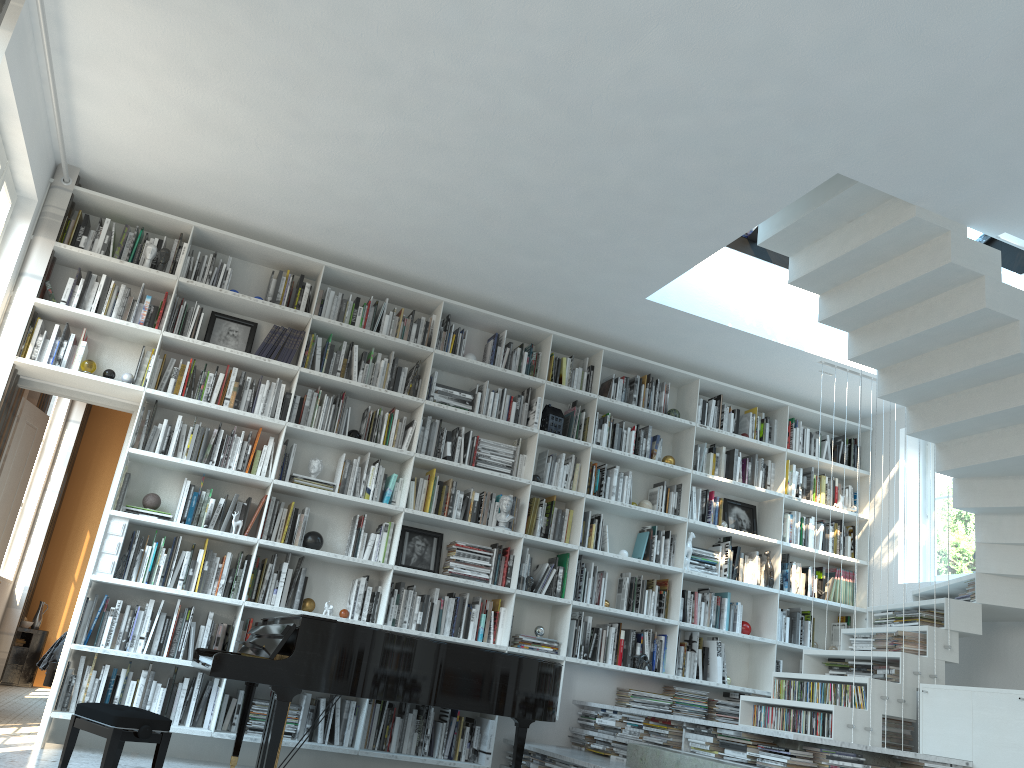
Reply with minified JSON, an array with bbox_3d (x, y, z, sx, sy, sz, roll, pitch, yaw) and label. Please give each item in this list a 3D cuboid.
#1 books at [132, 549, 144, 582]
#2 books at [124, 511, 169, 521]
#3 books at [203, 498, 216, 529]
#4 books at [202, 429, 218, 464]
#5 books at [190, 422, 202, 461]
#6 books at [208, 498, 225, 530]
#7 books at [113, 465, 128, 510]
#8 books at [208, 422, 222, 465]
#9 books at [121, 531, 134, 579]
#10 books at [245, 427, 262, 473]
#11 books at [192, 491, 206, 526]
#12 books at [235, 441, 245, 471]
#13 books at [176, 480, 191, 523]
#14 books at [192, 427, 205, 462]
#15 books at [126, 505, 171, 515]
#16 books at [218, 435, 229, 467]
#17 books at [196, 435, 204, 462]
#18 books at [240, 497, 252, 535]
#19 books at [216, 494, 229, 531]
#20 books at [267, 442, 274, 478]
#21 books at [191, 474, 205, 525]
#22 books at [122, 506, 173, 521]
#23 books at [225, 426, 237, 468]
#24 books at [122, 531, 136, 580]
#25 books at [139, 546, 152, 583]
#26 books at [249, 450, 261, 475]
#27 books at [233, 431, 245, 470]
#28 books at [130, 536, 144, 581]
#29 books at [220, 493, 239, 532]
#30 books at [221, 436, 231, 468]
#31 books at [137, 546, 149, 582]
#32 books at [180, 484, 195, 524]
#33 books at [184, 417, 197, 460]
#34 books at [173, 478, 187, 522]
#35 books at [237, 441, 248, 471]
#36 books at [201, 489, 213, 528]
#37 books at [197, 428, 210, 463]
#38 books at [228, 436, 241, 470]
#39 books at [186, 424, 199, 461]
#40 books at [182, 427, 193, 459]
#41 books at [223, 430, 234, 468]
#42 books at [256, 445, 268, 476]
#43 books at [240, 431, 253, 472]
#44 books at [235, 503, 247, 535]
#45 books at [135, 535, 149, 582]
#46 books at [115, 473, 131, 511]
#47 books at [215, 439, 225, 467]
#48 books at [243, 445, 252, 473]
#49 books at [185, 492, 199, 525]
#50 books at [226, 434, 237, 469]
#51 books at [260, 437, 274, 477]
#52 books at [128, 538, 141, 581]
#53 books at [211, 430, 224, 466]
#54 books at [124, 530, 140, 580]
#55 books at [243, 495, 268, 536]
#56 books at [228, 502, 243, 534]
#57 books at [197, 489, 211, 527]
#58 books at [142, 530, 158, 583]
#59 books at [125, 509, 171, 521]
[{"bbox_3d":[-2.180,1.065,5.164,0.019,0.188,0.193,15,-20,-19],"label":"books"},{"bbox_3d":[-2.173,0.796,5.277,0.254,0.012,0.161,15,-20,-18],"label":"books"},{"bbox_3d":[-1.844,0.802,5.382,0.029,0.189,0.189,15,-20,-19],"label":"books"},{"bbox_3d":[-1.887,0.413,5.510,0.048,0.255,0.142,15,-19,-19],"label":"books"},{"bbox_3d":[-1.961,0.382,5.476,0.011,0.270,0.158,15,-19,-19],"label":"books"},{"bbox_3d":[-1.816,0.810,5.429,0.056,0.213,0.143,15,-20,-19],"label":"books"},{"bbox_3d":[-2.324,0.634,5.259,0.012,0.284,0.160,15,-19,-19],"label":"books"},{"bbox_3d":[-1.850,0.396,5.510,0.013,0.298,0.152,15,-19,-19],"label":"books"},{"bbox_3d":[-2.254,1.010,5.188,0.008,0.284,0.160,15,-19,-19],"label":"books"},{"bbox_3d":[-1.640,0.442,5.591,0.035,0.324,0.170,15,-19,-19],"label":"books"},{"bbox_3d":[-1.913,0.776,5.402,0.031,0.230,0.148,15,-19,-19],"label":"books"},{"bbox_3d":[-1.716,0.476,5.556,0.012,0.216,0.160,15,-20,-19],"label":"books"},{"bbox_3d":[-1.993,0.727,5.361,0.024,0.272,0.150,15,-19,-19],"label":"books"},{"bbox_3d":[-1.941,0.398,5.462,0.024,0.236,0.167,15,-20,-19],"label":"books"},{"bbox_3d":[-2.168,0.762,5.288,0.254,0.012,0.161,15,-20,-18],"label":"books"},{"bbox_3d":[-1.803,0.442,5.514,0.013,0.228,0.177,15,-20,-19],"label":"books"},{"bbox_3d":[-1.938,0.424,5.486,0.010,0.203,0.139,15,-20,-19],"label":"books"},{"bbox_3d":[-1.655,0.833,5.481,0.021,0.250,0.154,15,-19,-19],"label":"books"},{"bbox_3d":[-1.782,0.806,5.444,0.013,0.241,0.141,15,-19,-19],"label":"books"},{"bbox_3d":[-1.536,0.508,5.628,0.036,0.256,0.123,15,-19,-19],"label":"books"},{"bbox_3d":[-1.922,0.721,5.406,0.011,0.334,0.154,15,-19,-19],"label":"books"},{"bbox_3d":[-2.167,0.772,5.278,0.285,0.012,0.160,14,-20,-15],"label":"books"},{"bbox_3d":[-1.773,0.421,5.557,0.011,0.303,0.130,15,-19,-19],"label":"books"},{"bbox_3d":[-2.242,1.011,5.191,0.017,0.288,0.153,15,-19,-19],"label":"books"},{"bbox_3d":[-2.148,1.065,5.194,0.015,0.216,0.180,15,-20,-19],"label":"books"},{"bbox_3d":[-1.622,0.518,5.582,0.030,0.182,0.152,15,-20,-19],"label":"books"},{"bbox_3d":[-1.719,0.442,5.548,0.015,0.274,0.157,15,-19,-19],"label":"books"},{"bbox_3d":[-2.193,1.030,5.186,0.007,0.263,0.177,15,-19,-19],"label":"books"},{"bbox_3d":[-1.742,0.805,5.445,0.060,0.254,0.159,15,-19,-19],"label":"books"},{"bbox_3d":[-1.796,0.449,5.528,0.013,0.227,0.152,15,-19,-19],"label":"books"},{"bbox_3d":[-2.166,1.064,5.201,0.015,0.217,0.177,15,-20,-19],"label":"books"},{"bbox_3d":[-1.972,0.744,5.374,0.031,0.254,0.143,15,-19,-19],"label":"books"},{"bbox_3d":[-1.985,0.361,5.461,0.011,0.292,0.184,15,-19,-19],"label":"books"},{"bbox_3d":[-2.009,0.717,5.358,0.012,0.284,0.160,15,-19,-19],"label":"books"},{"bbox_3d":[-1.703,0.480,5.565,0.021,0.220,0.149,15,-19,-19],"label":"books"},{"bbox_3d":[-1.863,0.772,5.396,0.011,0.249,0.172,15,-20,-19],"label":"books"},{"bbox_3d":[-1.913,0.406,5.481,0.023,0.241,0.185,15,-20,-19],"label":"books"},{"bbox_3d":[-1.751,0.459,5.562,0.028,0.241,0.132,15,-19,-19],"label":"books"},{"bbox_3d":[-1.971,0.384,5.451,0.021,0.246,0.189,15,-20,-19],"label":"books"},{"bbox_3d":[-2.002,0.388,5.449,0.014,0.229,0.148,15,-19,-19],"label":"books"},{"bbox_3d":[-1.780,0.430,5.535,0.012,0.271,0.145,15,-19,-19],"label":"books"},{"bbox_3d":[-1.592,0.507,5.598,0.031,0.222,0.145,15,-19,-19],"label":"books"},{"bbox_3d":[-1.683,0.452,5.586,0.015,0.291,0.144,15,-19,-19],"label":"books"},{"bbox_3d":[-1.679,0.846,5.464,0.027,0.209,0.144,15,-20,-19],"label":"books"},{"bbox_3d":[-2.170,1.031,5.201,0.008,0.278,0.164,15,-19,-19],"label":"books"},{"bbox_3d":[-2.305,0.656,5.250,0.028,0.242,0.157,15,-19,-19],"label":"books"},{"bbox_3d":[-1.826,0.452,5.517,0.021,0.204,0.130,15,-19,-19],"label":"books"},{"bbox_3d":[-1.671,0.493,5.563,0.013,0.202,0.162,15,-20,-19],"label":"books"},{"bbox_3d":[-1.937,0.767,5.350,0.029,0.207,0.190,15,-20,-19],"label":"books"},{"bbox_3d":[-1.765,0.447,5.548,0.011,0.251,0.139,15,-19,-19],"label":"books"},{"bbox_3d":[-1.562,0.486,5.622,0.027,0.285,0.148,15,-19,-19],"label":"books"},{"bbox_3d":[-2.214,1.035,5.198,0.022,0.256,0.142,15,-19,-19],"label":"books"},{"bbox_3d":[-1.841,0.423,5.518,0.021,0.255,0.156,15,-19,-19],"label":"books"},{"bbox_3d":[-2.225,1.011,5.190,0.014,0.293,0.172,15,-19,-19],"label":"books"},{"bbox_3d":[-1.591,0.825,5.467,0.082,0.275,0.229,15,-20,-19],"label":"books"},{"bbox_3d":[-1.702,0.837,5.446,0.030,0.207,0.172,15,-20,-19],"label":"books"},{"bbox_3d":[-1.885,0.773,5.407,0.022,0.248,0.129,15,-19,-19],"label":"books"},{"bbox_3d":[-2.135,1.024,5.221,0.006,0.314,0.146,15,-19,-19],"label":"books"},{"bbox_3d":[-2.169,0.784,5.277,0.254,0.012,0.161,17,-20,-21],"label":"books"}]
